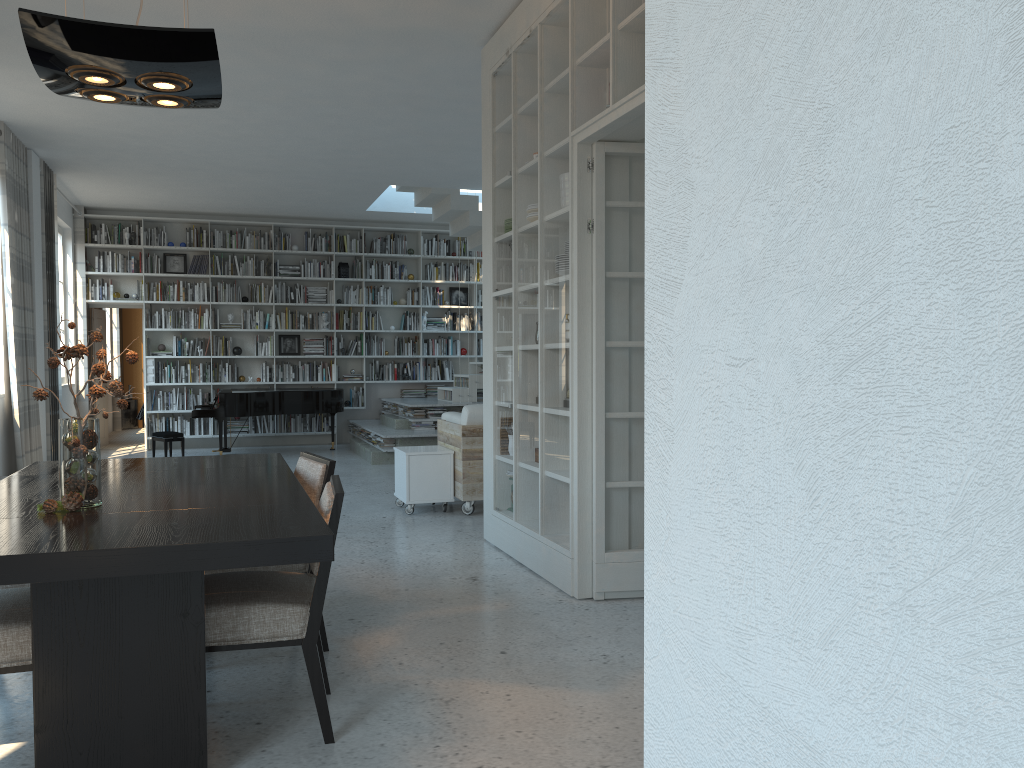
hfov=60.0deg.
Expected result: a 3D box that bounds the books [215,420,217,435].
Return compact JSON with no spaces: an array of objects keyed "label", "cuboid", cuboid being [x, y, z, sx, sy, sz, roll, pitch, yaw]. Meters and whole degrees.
[{"label":"books","cuboid":[-4.132,0.601,12.371,0.025,0.198,0.160,-1,2,-18]}]

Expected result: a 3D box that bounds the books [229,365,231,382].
[{"label":"books","cuboid":[-3.945,-0.145,12.406,0.029,0.241,0.135,-1,2,-18]}]

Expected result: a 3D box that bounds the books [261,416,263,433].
[{"label":"books","cuboid":[-3.535,0.556,12.541,0.012,0.275,0.180,-1,2,-18]}]

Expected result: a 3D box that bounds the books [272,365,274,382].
[{"label":"books","cuboid":[-3.396,-0.153,12.608,0.019,0.242,0.107,-1,2,-18]}]

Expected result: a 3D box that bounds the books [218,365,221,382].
[{"label":"books","cuboid":[-4.069,-0.147,12.351,0.042,0.248,0.162,-1,2,-18]}]

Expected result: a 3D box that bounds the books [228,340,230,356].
[{"label":"books","cuboid":[-3.948,-0.499,12.376,0.028,0.216,0.175,-1,2,-18]}]

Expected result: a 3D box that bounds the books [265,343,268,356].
[{"label":"books","cuboid":[-3.475,-0.491,12.540,0.024,0.188,0.172,-1,2,-18]}]

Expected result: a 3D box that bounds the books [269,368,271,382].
[{"label":"books","cuboid":[-3.438,-0.129,12.581,0.031,0.195,0.142,-1,2,-18]}]

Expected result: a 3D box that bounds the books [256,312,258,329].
[{"label":"books","cuboid":[-3.589,-0.886,12.480,0.028,0.247,0.170,-1,2,-18]}]

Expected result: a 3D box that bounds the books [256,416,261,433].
[{"label":"books","cuboid":[-3.584,0.567,12.536,0.062,0.253,0.177,-1,2,-18]}]

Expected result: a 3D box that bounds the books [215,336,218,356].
[{"label":"books","cuboid":[-4.111,-0.526,12.333,0.026,0.275,0.154,-1,2,-18]}]

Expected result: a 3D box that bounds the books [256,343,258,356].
[{"label":"books","cuboid":[-3.601,-0.488,12.494,0.025,0.186,0.154,-1,2,-18]}]

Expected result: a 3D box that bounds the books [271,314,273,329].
[{"label":"books","cuboid":[-3.396,-0.874,12.561,0.026,0.217,0.126,-1,2,-18]}]

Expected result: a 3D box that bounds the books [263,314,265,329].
[{"label":"books","cuboid":[-3.505,-0.874,12.529,0.026,0.219,0.150,-1,2,-18]}]

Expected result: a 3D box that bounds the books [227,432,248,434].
[{"label":"books","cuboid":[-3.855,0.686,12.467,0.285,0.007,0.159,-1,2,-18]}]

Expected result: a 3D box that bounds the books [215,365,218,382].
[{"label":"books","cuboid":[-4.114,-0.142,12.336,0.030,0.239,0.157,-1,2,-18]}]

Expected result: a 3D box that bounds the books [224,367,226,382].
[{"label":"books","cuboid":[-4.002,-0.132,12.373,0.021,0.215,0.172,-1,2,-18]}]

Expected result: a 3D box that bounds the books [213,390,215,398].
[{"label":"books","cuboid":[-4.146,0.217,12.355,0.023,0.266,0.134,-1,2,-18]}]

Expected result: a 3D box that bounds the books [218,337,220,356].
[{"label":"books","cuboid":[-4.079,-0.521,12.336,0.036,0.263,0.166,-1,2,-18]}]

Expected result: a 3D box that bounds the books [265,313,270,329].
[{"label":"books","cuboid":[-3.457,-0.878,12.520,0.060,0.227,0.179,-1,2,-18]}]

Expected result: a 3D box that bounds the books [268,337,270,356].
[{"label":"books","cuboid":[-3.438,-0.532,12.546,0.027,0.269,0.178,-1,2,-18]}]

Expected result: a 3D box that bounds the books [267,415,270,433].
[{"label":"books","cuboid":[-3.456,0.562,12.596,0.025,0.259,0.132,-1,2,-18]}]

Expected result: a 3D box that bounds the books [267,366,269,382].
[{"label":"books","cuboid":[-3.461,-0.141,12.552,0.029,0.221,0.153,-1,2,-18]}]

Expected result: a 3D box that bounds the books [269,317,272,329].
[{"label":"books","cuboid":[-3.421,-0.855,12.551,0.027,0.181,0.142,-1,2,-18]}]

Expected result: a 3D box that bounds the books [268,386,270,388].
[{"label":"books","cuboid":[-3.441,0.182,12.569,0.013,0.320,0.173,-1,2,-18]}]

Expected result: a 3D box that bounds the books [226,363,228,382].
[{"label":"books","cuboid":[-3.978,-0.159,12.376,0.027,0.269,0.185,-1,2,-18]}]

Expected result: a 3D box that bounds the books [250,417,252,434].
[{"label":"books","cuboid":[-3.686,0.562,12.515,0.031,0.266,0.144,-1,2,-18]}]

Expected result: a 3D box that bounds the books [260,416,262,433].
[{"label":"books","cuboid":[-3.549,0.577,12.546,0.011,0.232,0.174,-1,2,-18]}]

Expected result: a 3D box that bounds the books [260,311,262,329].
[{"label":"books","cuboid":[-3.543,-0.893,12.494,0.023,0.260,0.170,-1,2,-18]}]

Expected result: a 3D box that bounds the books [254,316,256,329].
[{"label":"books","cuboid":[-3.620,-0.857,12.490,0.025,0.189,0.140,-1,2,-18]}]

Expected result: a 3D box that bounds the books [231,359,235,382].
[{"label":"books","cuboid":[-3.903,-0.189,12.401,0.050,0.328,0.166,-1,2,-18]}]

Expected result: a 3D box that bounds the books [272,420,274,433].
[{"label":"books","cuboid":[-3.405,0.602,12.599,0.024,0.180,0.171,-1,2,-18]}]

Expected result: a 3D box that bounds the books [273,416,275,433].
[{"label":"books","cuboid":[-3.390,0.572,12.623,0.021,0.237,0.115,-1,2,-18]}]

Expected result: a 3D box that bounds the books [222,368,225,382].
[{"label":"books","cuboid":[-4.025,-0.122,12.370,0.024,0.196,0.156,-1,2,-18]}]

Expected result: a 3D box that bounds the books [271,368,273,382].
[{"label":"books","cuboid":[-3.408,-0.132,12.577,0.024,0.201,0.158,-1,2,-18]}]

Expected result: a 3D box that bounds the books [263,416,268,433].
[{"label":"books","cuboid":[-3.498,0.555,12.567,0.073,0.276,0.181,-1,2,-18]}]

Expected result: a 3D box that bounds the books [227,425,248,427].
[{"label":"books","cuboid":[-3.854,0.590,12.464,0.285,0.007,0.159,-1,2,-18]}]

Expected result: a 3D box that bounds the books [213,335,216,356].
[{"label":"books","cuboid":[-4.133,-0.531,12.321,0.025,0.284,0.145,-1,2,-18]}]

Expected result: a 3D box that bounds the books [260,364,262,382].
[{"label":"books","cuboid":[-3.545,-0.157,12.533,0.012,0.254,0.161,-1,2,-18]}]

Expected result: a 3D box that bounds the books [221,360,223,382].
[{"label":"books","cuboid":[-4.042,-0.180,12.357,0.014,0.313,0.166,-1,2,-18]}]

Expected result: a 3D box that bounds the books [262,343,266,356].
[{"label":"books","cuboid":[-3.511,-0.490,12.523,0.057,0.188,0.156,-1,2,-18]}]

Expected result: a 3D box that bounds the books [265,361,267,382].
[{"label":"books","cuboid":[-3.484,-0.176,12.552,0.014,0.291,0.131,-1,2,-18]}]

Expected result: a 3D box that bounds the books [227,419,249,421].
[{"label":"books","cuboid":[-3.850,0.508,12.449,0.285,0.005,0.159,-1,1,-13]}]

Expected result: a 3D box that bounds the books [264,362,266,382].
[{"label":"books","cuboid":[-3.496,-0.169,12.553,0.010,0.277,0.155,-1,2,-18]}]

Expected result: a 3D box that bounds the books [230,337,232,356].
[{"label":"books","cuboid":[-3.926,-0.524,12.398,0.028,0.266,0.144,-1,2,-18]}]

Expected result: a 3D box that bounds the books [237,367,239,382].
[{"label":"books","cuboid":[-3.847,-0.132,12.435,0.023,0.212,0.160,-1,2,-18]}]

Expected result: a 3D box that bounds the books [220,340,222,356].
[{"label":"books","cuboid":[-4.051,-0.504,12.350,0.025,0.228,0.153,-1,2,-18]}]

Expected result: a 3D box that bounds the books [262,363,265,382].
[{"label":"books","cuboid":[-3.509,-0.165,12.534,0.027,0.269,0.158,-1,2,-18]}]

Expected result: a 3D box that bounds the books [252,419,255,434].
[{"label":"books","cuboid":[-3.653,0.594,12.514,0.029,0.202,0.178,-1,2,-18]}]

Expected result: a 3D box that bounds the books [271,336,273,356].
[{"label":"books","cuboid":[-3.402,-0.538,12.550,0.021,0.282,0.162,-1,2,-18]}]

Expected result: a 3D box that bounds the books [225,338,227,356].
[{"label":"books","cuboid":[-3.992,-0.515,12.386,0.028,0.248,0.142,-1,2,-18]}]

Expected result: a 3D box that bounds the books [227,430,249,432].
[{"label":"books","cuboid":[-3.852,0.659,12.456,0.285,0.007,0.159,-1,2,-22]}]

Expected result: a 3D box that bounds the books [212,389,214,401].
[{"label":"books","cuboid":[-4.162,0.208,12.348,0.012,0.285,0.159,-1,2,-18]}]

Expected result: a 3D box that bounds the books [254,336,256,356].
[{"label":"books","cuboid":[-3.620,-0.537,12.490,0.012,0.285,0.159,-1,2,-18]}]

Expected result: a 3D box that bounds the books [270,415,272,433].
[{"label":"books","cuboid":[-3.423,0.562,12.574,0.024,0.260,0.189,-1,2,-18]}]

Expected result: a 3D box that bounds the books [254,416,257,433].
[{"label":"books","cuboid":[-3.629,0.575,12.534,0.028,0.238,0.136,-1,2,-18]}]

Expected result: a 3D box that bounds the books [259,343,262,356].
[{"label":"books","cuboid":[-3.557,-0.487,12.523,0.030,0.183,0.154,-1,2,-18]}]

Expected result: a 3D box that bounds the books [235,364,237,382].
[{"label":"books","cuboid":[-3.866,-0.156,12.412,0.027,0.261,0.163,-1,2,-18]}]

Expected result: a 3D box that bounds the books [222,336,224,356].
[{"label":"books","cuboid":[-4.020,-0.527,12.337,0.026,0.274,0.190,-1,2,-18]}]

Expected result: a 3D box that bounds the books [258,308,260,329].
[{"label":"books","cuboid":[-3.559,-0.913,12.487,0.011,0.301,0.178,-1,2,-18]}]
